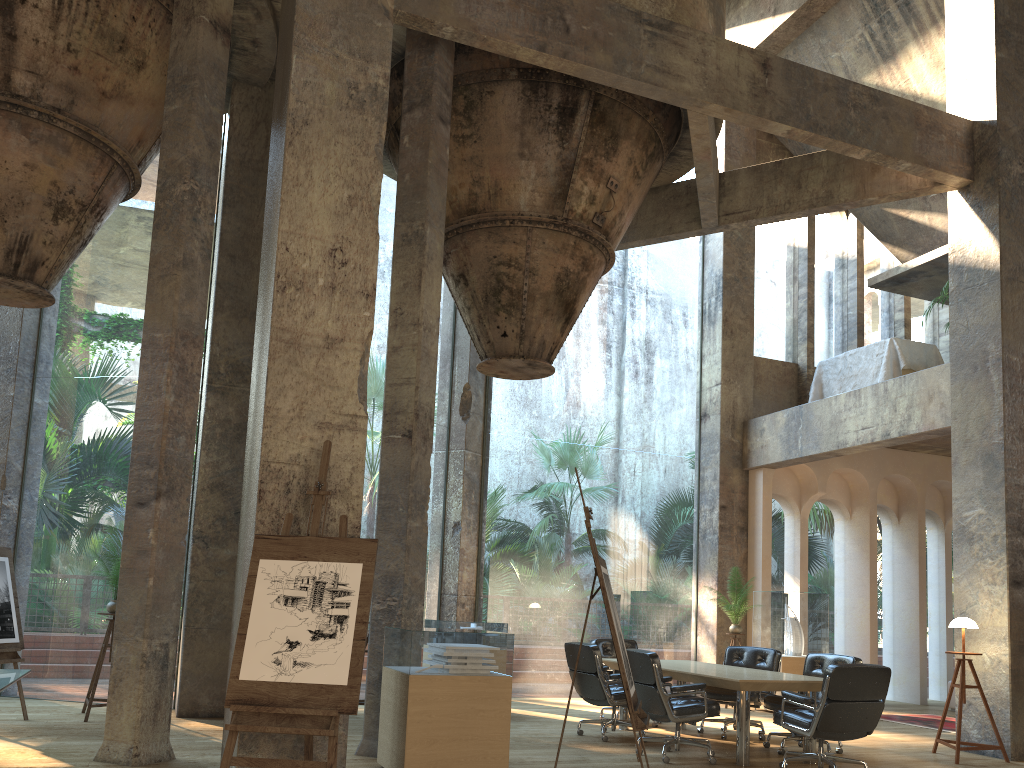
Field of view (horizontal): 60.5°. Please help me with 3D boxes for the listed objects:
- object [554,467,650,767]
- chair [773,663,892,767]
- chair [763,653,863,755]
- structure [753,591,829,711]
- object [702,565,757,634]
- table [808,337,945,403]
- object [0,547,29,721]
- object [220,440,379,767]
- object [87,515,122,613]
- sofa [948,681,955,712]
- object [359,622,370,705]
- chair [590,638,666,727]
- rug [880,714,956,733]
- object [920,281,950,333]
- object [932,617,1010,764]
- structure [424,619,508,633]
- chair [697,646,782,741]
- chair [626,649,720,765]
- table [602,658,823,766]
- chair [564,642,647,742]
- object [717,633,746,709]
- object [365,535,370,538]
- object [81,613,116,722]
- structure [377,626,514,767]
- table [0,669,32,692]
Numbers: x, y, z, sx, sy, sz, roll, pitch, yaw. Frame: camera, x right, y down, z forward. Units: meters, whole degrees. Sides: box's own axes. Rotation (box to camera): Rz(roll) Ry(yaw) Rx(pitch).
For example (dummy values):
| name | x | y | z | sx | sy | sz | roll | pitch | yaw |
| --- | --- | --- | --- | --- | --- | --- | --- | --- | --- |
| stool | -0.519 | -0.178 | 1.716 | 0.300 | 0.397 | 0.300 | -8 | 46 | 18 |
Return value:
| name | x | y | z | sx | sy | sz | roll | pitch | yaw |
| --- | --- | --- | --- | --- | --- | --- | --- | --- | --- |
| object | 0.599 | 1.588 | 5.544 | 0.684 | 2.106 | 0.714 | 1 | -8 | 10 |
| chair | 2.426 | 2.597 | 6.827 | 0.734 | 0.875 | 0.833 | 7 | -11 | -25 |
| chair | 2.711 | 2.923 | 8.067 | 0.826 | 0.875 | 0.740 | 8 | -11 | -27 |
| structure | 3.622 | 3.486 | 11.435 | 0.746 | 1.518 | 0.602 | 6 | -8 | -21 |
| object | 2.968 | 2.915 | 11.924 | 0.866 | 0.922 | 0.696 | 9 | -11 | -30 |
| table | 4.908 | -0.032 | 11.896 | 1.119 | 0.785 | 1.782 | 7 | -14 | -21 |
| object | -4.661 | 1.913 | 7.743 | 0.684 | 2.106 | 0.714 | 2 | -8 | 7 |
| object | -1.112 | 1.312 | 4.753 | 0.701 | 2.106 | 0.697 | 2 | -8 | 4 |
| object | -3.691 | 1.736 | 8.427 | 0.859 | 0.922 | 0.702 | 3 | -10 | -1 |
| sofa | 7.932 | 4.262 | 12.122 | 2.938 | 0.708 | 2.103 | 8 | -14 | -21 |
| object | -1.430 | 3.031 | 9.373 | 0.658 | 0.954 | 0.582 | 0 | -9 | 14 |
| chair | 1.302 | 3.259 | 9.642 | 0.734 | 0.875 | 0.833 | 8 | -11 | -27 |
| rug | 5.481 | 4.091 | 10.458 | 1.350 | 0.009 | 2.509 | 8 | -15 | -20 |
| object | 5.578 | -0.960 | 10.122 | 1.360 | 1.775 | 1.427 | 5 | -10 | -15 |
| object | 4.112 | 2.810 | 8.143 | 0.661 | 1.273 | 0.579 | 6 | -9 | -21 |
| structure | -0.546 | 3.175 | 9.876 | 0.747 | 0.995 | 0.747 | 6 | -10 | -21 |
| chair | 2.305 | 3.138 | 8.989 | 0.734 | 0.875 | 0.833 | -6 | -14 | 41 |
| chair | 1.375 | 2.703 | 7.429 | 0.823 | 0.876 | 0.743 | 5 | -10 | -15 |
| table | 1.852 | 3.028 | 8.255 | 1.108 | 0.685 | 2.455 | 7 | -14 | -21 |
| chair | 0.959 | 2.945 | 8.460 | 0.824 | 0.876 | 0.742 | 6 | -11 | -20 |
| object | 2.956 | 3.828 | 11.759 | 0.660 | 0.954 | 0.580 | -3 | -11 | 32 |
| object | -1.403 | 2.061 | 9.311 | 0.690 | 0.922 | 0.874 | 6 | -11 | -18 |
| object | -3.730 | 2.677 | 8.377 | 0.574 | 0.954 | 0.667 | 7 | -10 | -27 |
| structure | -0.484 | 2.258 | 6.241 | 0.738 | 0.995 | 0.755 | 6 | -10 | -21 |
| table | -3.849 | 2.231 | 5.798 | 0.944 | 0.535 | 1.906 | 7 | -14 | -21 |
